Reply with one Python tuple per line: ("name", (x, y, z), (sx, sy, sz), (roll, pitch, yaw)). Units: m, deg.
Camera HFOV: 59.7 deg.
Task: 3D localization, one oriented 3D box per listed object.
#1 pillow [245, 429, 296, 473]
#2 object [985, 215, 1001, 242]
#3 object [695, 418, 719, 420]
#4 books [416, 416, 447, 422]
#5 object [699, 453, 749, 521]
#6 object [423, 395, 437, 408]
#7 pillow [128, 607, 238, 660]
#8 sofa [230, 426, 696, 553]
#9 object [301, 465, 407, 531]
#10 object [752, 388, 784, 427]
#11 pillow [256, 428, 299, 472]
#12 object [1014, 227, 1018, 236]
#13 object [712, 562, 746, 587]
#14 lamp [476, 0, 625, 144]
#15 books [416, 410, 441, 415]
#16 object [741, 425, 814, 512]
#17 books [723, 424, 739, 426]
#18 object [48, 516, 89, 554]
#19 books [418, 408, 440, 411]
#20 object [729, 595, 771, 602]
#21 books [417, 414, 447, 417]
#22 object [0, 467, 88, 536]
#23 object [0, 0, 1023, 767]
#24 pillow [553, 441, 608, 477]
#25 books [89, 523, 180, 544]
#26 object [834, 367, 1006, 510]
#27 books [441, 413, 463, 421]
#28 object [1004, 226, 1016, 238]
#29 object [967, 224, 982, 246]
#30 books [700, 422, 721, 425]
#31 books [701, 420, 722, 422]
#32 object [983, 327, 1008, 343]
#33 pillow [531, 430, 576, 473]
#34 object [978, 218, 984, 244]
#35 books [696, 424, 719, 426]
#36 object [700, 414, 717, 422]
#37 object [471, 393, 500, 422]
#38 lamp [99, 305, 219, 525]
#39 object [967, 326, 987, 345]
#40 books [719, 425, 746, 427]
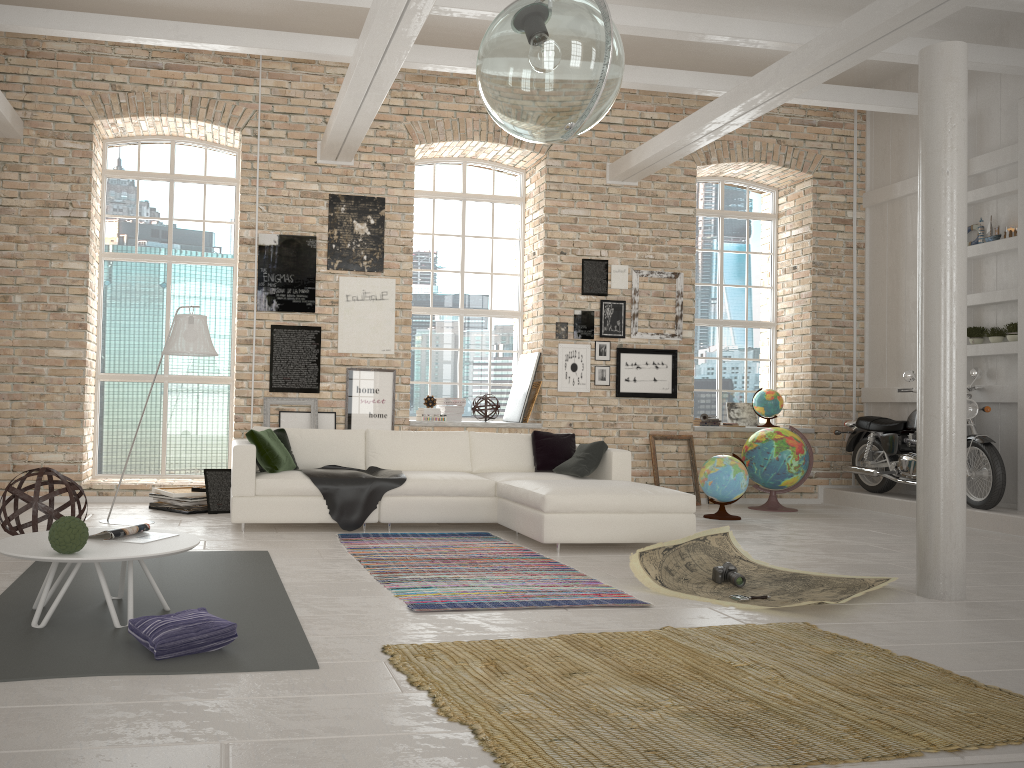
("pillow", (-1.958, 0.537, 7.236), (0.314, 0.343, 0.405), (1, -2, 10))
("object", (4.565, -1.479, 8.460), (0.064, 0.261, 0.233), (1, -2, -3))
("object", (2.204, 0.397, 10.100), (0.208, 0.021, 0.163), (2, -2, -14))
("books", (-0.854, 0.368, 9.406), (0.267, 0.048, 0.226), (2, -2, -17))
("object", (2.014, 0.973, 8.486), (0.473, 0.631, 0.422), (0, -2, 26))
("object", (-0.870, 0.188, 9.472), (0.147, 0.137, 0.138), (1, -2, 13))
("pillow", (-1.339, 1.016, 3.615), (0.331, 0.164, 0.378), (2, -2, -39))
("sofa", (-0.572, 0.806, 7.108), (3.194, 0.842, 2.231), (2, -2, -13))
("object", (-1.345, 0.924, 7.323), (0.867, 0.464, 0.801), (2, -2, -16))
("object", (2.957, 0.276, 10.294), (0.324, 0.465, 0.335), (1, -2, -9))
("pillow", (-2.018, 0.558, 7.517), (0.333, 0.365, 0.386), (0, -2, 32))
("object", (4.684, -1.395, 8.202), (0.114, 0.088, 0.100), (0, -2, 27))
("object", (1.272, 1.108, 5.192), (0.145, 0.124, 0.174), (2, -2, -15))
("lamp", (0.137, -1.609, 3.075), (0.505, 1.599, 0.500), (1, -2, 0))
("books", (-0.885, 0.300, 9.415), (0.192, 0.040, 0.205), (2, -2, -28))
("object", (2.760, 0.889, 9.366), (0.612, 0.924, 0.699), (2, -2, -39))
("books", (2.444, 0.456, 9.955), (0.099, 0.014, 0.142), (2, -2, -33))
("object", (-1.889, 0.644, 3.800), (0.150, 0.164, 0.175), (2, -2, -38))
("books", (-0.877, 0.266, 9.417), (0.175, 0.030, 0.185), (2, -2, -26))
("object", (1.292, 1.147, 4.784), (0.220, 0.019, 0.100), (2, -2, -16))
("books", (-0.850, 0.332, 9.407), (0.262, 0.024, 0.226), (2, -2, -17))
("object", (-3.082, 0.820, 5.870), (0.503, 0.543, 0.580), (2, -2, -39))
("object", (0.798, -1.236, 4.486), (9.852, 4.798, 12.205), (2, -2, -15))
("pillow", (0.585, 0.629, 7.625), (0.325, 0.305, 0.436), (2, -2, -25))
("books", (-1.845, 0.712, 4.293), (0.388, 0.048, 0.293), (1, -2, 16))
("object", (4.051, 0.501, 8.906), (0.781, 1.328, 2.256), (2, -2, -22))
("books", (-0.678, 0.359, 9.752), (0.234, 0.088, 0.323), (2, -2, -11))
("object", (4.649, -1.408, 8.315), (0.107, 0.120, 0.106), (1, -2, 3))
("object", (4.523, -1.456, 8.765), (0.067, 0.229, 0.245), (2, -2, -26))
("books", (2.193, 0.445, 10.106), (0.247, 0.029, 0.209), (2, -2, -15))
("books", (2.203, 0.420, 10.110), (0.248, 0.026, 0.211), (2, -2, -18))
("object", (4.573, -0.463, 8.419), (0.221, 0.158, 0.234), (2, -2, -22))
("pillow", (0.388, 0.618, 8.021), (0.416, 0.390, 0.248), (1, -2, -12))
("object", (4.542, -1.478, 8.630), (0.071, 0.267, 0.063), (0, -2, 30))
("books", (2.194, 0.471, 10.102), (0.249, 0.025, 0.208), (2, -2, -13))
("object", (2.233, 0.381, 10.124), (0.100, 0.090, 0.451), (0, -2, 26))
("object", (-0.281, 0.254, 9.527), (0.292, 0.307, 0.321), (2, -2, -23))
("lamp", (-2.870, 0.250, 7.276), (1.051, 1.775, 0.429), (0, -2, 21))
("object", (4.480, -0.470, 8.643), (0.236, 0.180, 0.245), (3, -2, -44))
("books", (2.454, 0.473, 9.950), (0.222, 0.022, 0.181), (2, -2, -13))
